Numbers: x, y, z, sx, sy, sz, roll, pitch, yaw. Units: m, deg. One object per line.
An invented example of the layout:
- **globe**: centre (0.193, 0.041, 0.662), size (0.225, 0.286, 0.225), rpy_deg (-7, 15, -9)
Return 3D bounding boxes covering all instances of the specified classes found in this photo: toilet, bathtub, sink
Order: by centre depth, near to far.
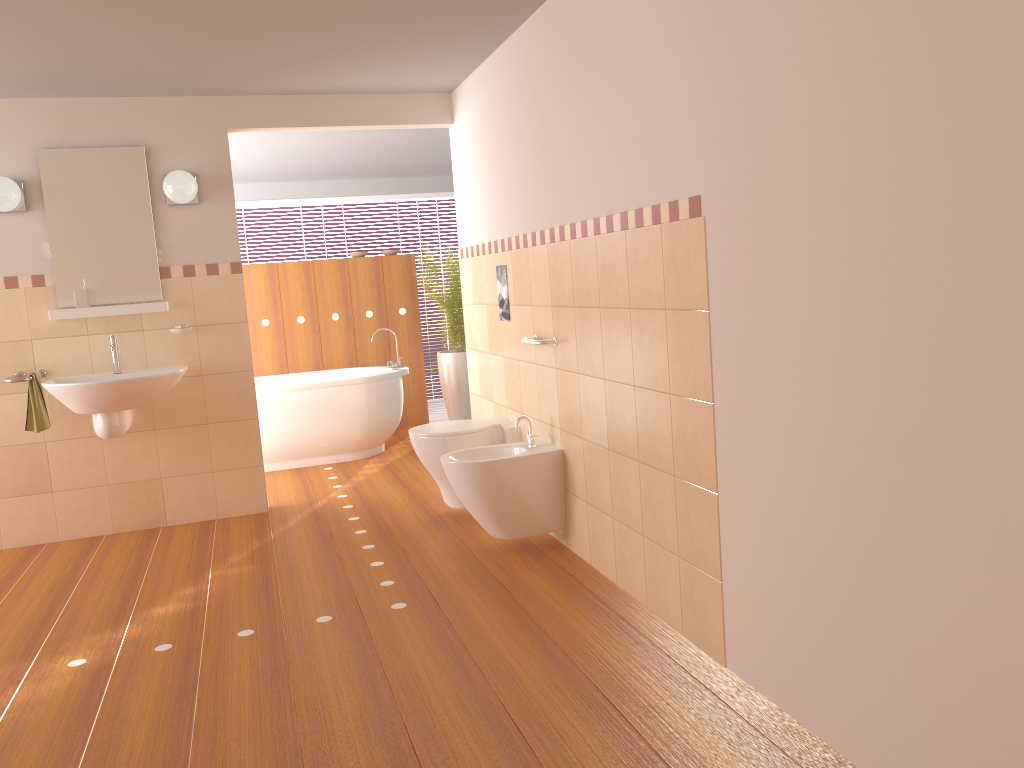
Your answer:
- **sink**: centre (-0.051, 0.410, 3.909), size (0.515, 0.517, 0.335), rpy_deg (-6, 7, -16)
- **sink**: centre (-1.987, 0.018, 4.436), size (0.683, 0.516, 0.539), rpy_deg (-6, 7, -16)
- **toilet**: centre (-0.248, 0.407, 4.545), size (0.534, 0.400, 0.375), rpy_deg (-6, 7, -16)
- **bathtub**: centre (-1.664, 0.110, 6.449), size (1.874, 0.900, 0.888), rpy_deg (-6, 7, -16)

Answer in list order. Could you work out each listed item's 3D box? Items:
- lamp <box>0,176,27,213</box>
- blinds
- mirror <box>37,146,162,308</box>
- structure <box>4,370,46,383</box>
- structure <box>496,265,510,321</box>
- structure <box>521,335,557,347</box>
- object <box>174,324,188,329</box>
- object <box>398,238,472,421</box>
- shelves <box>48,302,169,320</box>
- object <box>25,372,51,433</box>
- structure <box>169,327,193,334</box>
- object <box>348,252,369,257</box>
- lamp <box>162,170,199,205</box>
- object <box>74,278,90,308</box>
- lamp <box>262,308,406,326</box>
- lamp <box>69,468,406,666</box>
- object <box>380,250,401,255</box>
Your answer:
- **lamp**: centre (-2.503, -0.932, 4.359), size (0.173, 0.173, 0.209), rpy_deg (-6, 7, -16)
- **blinds**: centre (-2.234, -0.697, 8.642), size (4.712, 2.022, 0.032), rpy_deg (-6, 7, -16)
- **mirror**: centre (-2.120, -0.812, 4.579), size (0.502, 0.799, 0.008), rpy_deg (-6, 7, -16)
- **structure**: centre (-2.425, -0.032, 4.403), size (0.142, 0.042, 0.333), rpy_deg (-6, 7, -16)
- **structure**: centre (-0.046, -0.456, 4.461), size (0.005, 0.279, 0.170), rpy_deg (-6, 7, -16)
- **structure**: centre (0.109, -0.188, 3.901), size (0.091, 0.042, 0.295), rpy_deg (-6, 7, -16)
- **object**: centre (-1.758, -0.303, 4.708), size (0.075, 0.023, 0.050), rpy_deg (1, 9, 38)
- **object**: centre (-0.356, -0.416, 7.270), size (0.683, 1.557, 1.335), rpy_deg (-2, 7, 16)
- **shelves**: centre (-2.073, -0.379, 4.581), size (0.554, 0.050, 0.138), rpy_deg (-6, 7, -16)
- **object**: centre (-2.360, 0.090, 4.430), size (0.085, 0.306, 0.181), rpy_deg (-4, 7, 0)
- **structure**: centre (-1.758, -0.281, 4.710), size (0.117, 0.029, 0.092), rpy_deg (-6, 7, -16)
- **object**: centre (-1.289, -1.080, 7.447), size (0.173, 0.046, 0.173), rpy_deg (-6, 7, -16)
- **lamp**: centre (-1.716, -1.018, 4.592), size (0.173, 0.173, 0.209), rpy_deg (-6, 7, -16)
- **object**: centre (-2.198, -0.464, 4.527), size (0.063, 0.149, 0.073), rpy_deg (-6, 7, -16)
- **lamp**: centre (-1.454, -0.553, 7.308), size (1.169, 0.052, 0.001), rpy_deg (-6, 7, -16)
- **lamp**: centre (-2.331, 0.873, 4.275), size (3.173, 0.001, 2.893), rpy_deg (-6, 7, -16)
- **object**: centre (-1.030, -1.109, 7.523), size (0.173, 0.046, 0.173), rpy_deg (-6, 7, -16)
